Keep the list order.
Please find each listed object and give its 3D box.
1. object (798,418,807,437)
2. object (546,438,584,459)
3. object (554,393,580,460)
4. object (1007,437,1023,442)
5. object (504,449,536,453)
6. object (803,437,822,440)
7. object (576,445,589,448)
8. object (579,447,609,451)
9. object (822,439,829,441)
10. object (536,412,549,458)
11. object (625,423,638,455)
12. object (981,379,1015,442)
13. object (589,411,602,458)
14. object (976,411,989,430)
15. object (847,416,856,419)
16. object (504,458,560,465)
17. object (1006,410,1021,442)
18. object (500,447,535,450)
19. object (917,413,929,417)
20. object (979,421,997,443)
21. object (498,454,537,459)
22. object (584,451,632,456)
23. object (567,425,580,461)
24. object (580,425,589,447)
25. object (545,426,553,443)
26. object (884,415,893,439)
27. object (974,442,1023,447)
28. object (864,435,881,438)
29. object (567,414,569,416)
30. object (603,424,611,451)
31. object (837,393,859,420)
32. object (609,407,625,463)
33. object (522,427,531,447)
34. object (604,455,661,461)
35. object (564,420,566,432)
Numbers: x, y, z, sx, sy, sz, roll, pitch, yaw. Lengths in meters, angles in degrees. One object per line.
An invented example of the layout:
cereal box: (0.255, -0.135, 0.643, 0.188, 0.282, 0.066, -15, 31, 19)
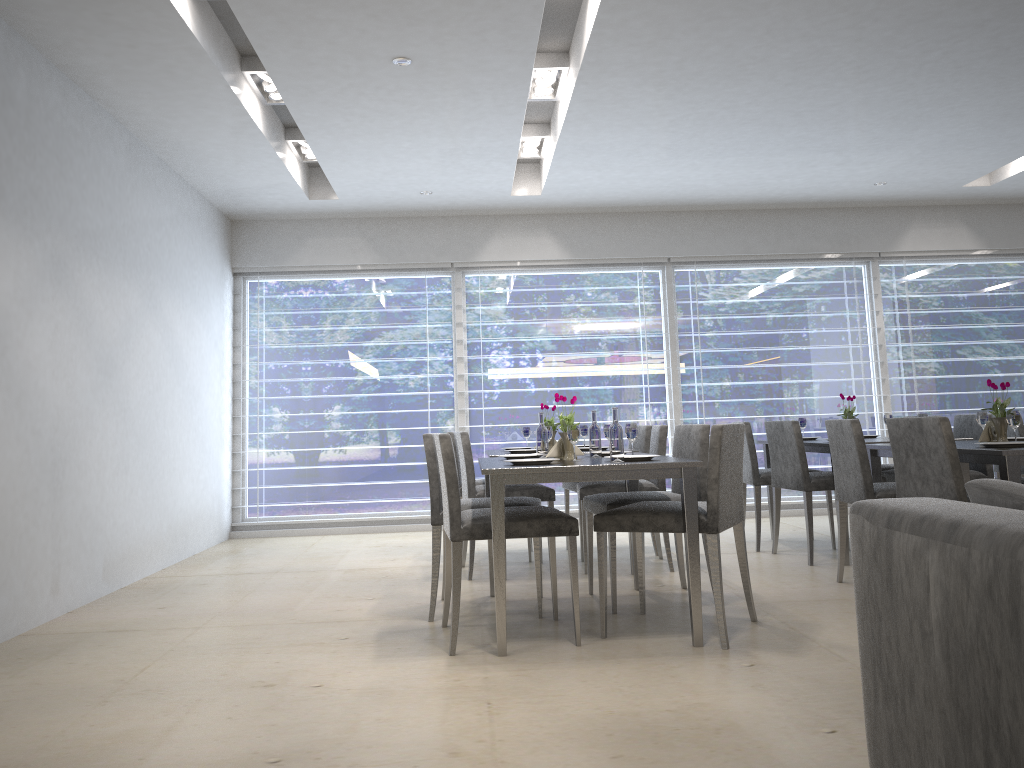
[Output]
object: (1.876, 0.287, 5.702, 0.053, 0.140, 0.053, 5, -9, -45)
object: (0.224, 0.266, 3.741, 0.203, 0.101, 0.069, 0, -6, -33)
object: (0.229, 0.175, 3.688, 0.104, 0.279, 0.153, -1, -6, -5)
object: (2.286, 0.255, 4.058, 0.217, 0.015, 0.215, -2, -3, -3)
object: (0.065, 0.370, 4.869, 0.216, 0.015, 0.215, -1, -3, -25)
object: (1.829, 0.344, 5.541, 0.217, 0.015, 0.215, -2, -3, -3)
object: (0.422, 0.388, 5.468, 0.216, 0.015, 0.215, -1, -3, -25)
object: (0.450, 0.358, 4.889, 0.216, 0.015, 0.215, -1, -3, -25)
object: (1.857, 0.314, 4.962, 0.217, 0.015, 0.215, -2, -3, -3)
object: (0.129, 0.224, 3.818, 0.051, 0.203, 0.052, -8, -9, 39)
object: (0.483, 0.229, 3.553, 0.053, 0.140, 0.053, 5, -9, -45)
object: (2.083, 0.116, 3.784, 0.104, 0.279, 0.153, -1, -6, -5)
object: (0.356, 0.215, 3.796, 0.051, 0.203, 0.052, -8, -9, 39)
object: (2.249, 0.201, 4.218, 0.053, 0.140, 0.053, 5, -9, -45)
object: (1.958, 0.254, 5.085, 0.053, 0.140, 0.053, 5, -9, -45)
object: (0.075, 0.295, 3.362, 0.217, 0.015, 0.215, -1, -3, -23)
object: (2.039, 0.177, 3.586, 0.053, 0.140, 0.053, 5, -9, -45)
object: (0.037, 0.400, 5.449, 0.216, 0.015, 0.215, -1, -3, -25)
object: (1.958, 0.211, 4.203, 0.053, 0.140, 0.053, 5, -9, -45)
object: (2.079, 0.208, 3.837, 0.203, 0.101, 0.069, 0, -6, -33)
object: (0.047, 0.325, 3.941, 0.217, 0.015, 0.215, -1, -3, -23)
object: (0.432, 0.313, 3.961, 0.217, 0.015, 0.215, -1, -3, -23)
object: (0.246, 0.234, 3.493, 0.053, 0.140, 0.053, 5, -9, -45)
object: (0.413, 0.305, 5.052, 0.053, 0.140, 0.053, 5, -9, -45)
object: (0.164, 0.267, 4.110, 0.053, 0.140, 0.053, 5, -9, -45)
object: (2.195, 0.249, 5.145, 0.053, 0.140, 0.053, -7, -9, 39)
object: (1.929, 0.237, 3.458, 0.217, 0.015, 0.215, -2, -3, -3)
object: (2.214, 0.331, 5.561, 0.217, 0.015, 0.215, -2, -3, -3)
object: (0.310, 0.264, 4.746, 0.052, 0.203, 0.051, 4, -9, -38)
object: (0.455, 0.258, 4.125, 0.053, 0.140, 0.053, 5, -9, -45)
object: (2.011, 0.193, 5.288, 0.104, 0.279, 0.153, -1, -6, -5)
object: (0.382, 0.187, 3.244, 0.051, 0.203, 0.052, -8, -9, 39)
object: (0.094, 0.344, 5.609, 0.053, 0.140, 0.053, 5, -9, -45)
object: (0.460, 0.283, 3.381, 0.217, 0.015, 0.215, -1, -3, -23)
object: (0.334, 0.291, 5.324, 0.052, 0.203, 0.051, 4, -9, -38)
